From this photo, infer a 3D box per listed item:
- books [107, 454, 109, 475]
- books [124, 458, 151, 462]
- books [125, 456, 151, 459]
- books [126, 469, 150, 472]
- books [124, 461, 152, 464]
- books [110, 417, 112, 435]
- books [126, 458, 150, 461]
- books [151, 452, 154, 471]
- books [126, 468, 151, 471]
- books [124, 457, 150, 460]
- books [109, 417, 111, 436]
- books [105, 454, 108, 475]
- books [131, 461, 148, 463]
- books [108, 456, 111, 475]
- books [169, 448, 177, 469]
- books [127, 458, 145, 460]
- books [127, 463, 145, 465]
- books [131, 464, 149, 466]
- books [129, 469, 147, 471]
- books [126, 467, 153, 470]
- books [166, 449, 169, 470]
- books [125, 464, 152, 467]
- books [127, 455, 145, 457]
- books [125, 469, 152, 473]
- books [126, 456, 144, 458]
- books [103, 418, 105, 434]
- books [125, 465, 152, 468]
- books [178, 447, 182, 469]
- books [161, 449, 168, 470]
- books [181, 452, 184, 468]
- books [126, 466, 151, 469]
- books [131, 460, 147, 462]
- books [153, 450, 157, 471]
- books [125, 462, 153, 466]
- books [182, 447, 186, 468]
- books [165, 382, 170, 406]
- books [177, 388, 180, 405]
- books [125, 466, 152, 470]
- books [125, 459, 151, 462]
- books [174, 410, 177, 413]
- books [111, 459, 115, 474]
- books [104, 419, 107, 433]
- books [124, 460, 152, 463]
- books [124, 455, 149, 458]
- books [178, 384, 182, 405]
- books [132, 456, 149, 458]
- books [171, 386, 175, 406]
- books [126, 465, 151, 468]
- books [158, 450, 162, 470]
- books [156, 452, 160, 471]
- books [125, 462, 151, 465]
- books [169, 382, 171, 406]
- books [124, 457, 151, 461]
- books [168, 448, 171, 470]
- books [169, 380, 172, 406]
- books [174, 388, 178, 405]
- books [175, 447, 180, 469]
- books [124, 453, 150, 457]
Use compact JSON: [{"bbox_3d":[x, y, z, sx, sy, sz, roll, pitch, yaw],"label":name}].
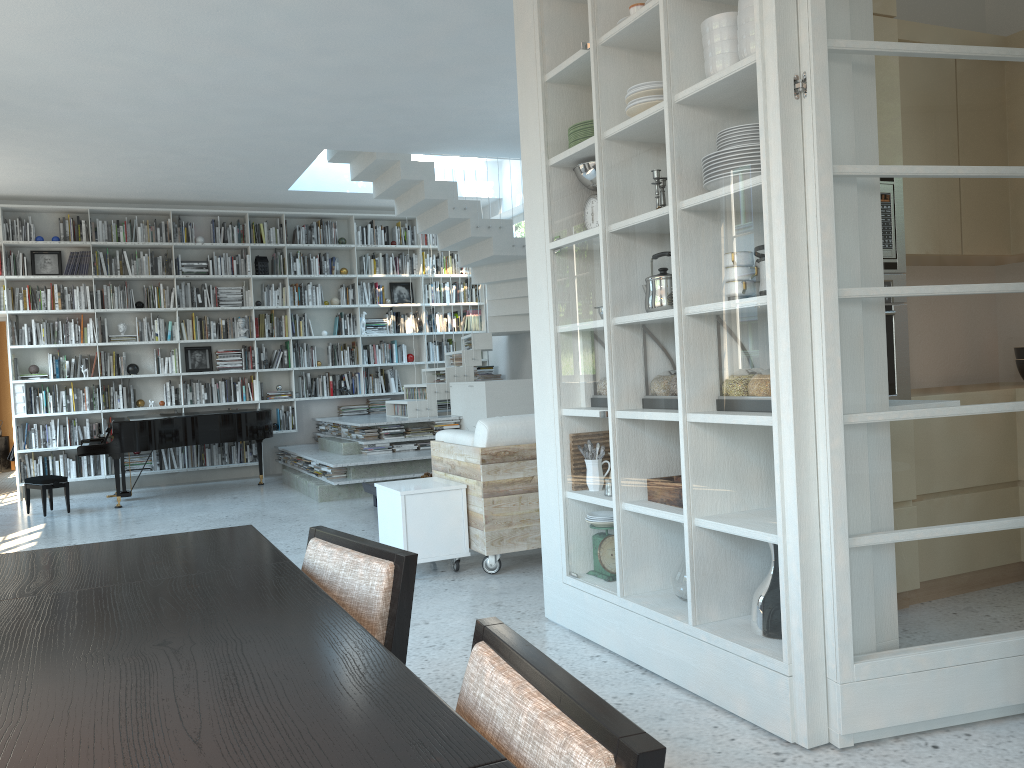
[{"bbox_3d":[-4.523,0.893,9.921,0.012,0.230,0.138,-4,2,-25],"label":"books"},{"bbox_3d":[-4.241,0.857,10.043,0.285,0.005,0.159,-3,1,-26],"label":"books"},{"bbox_3d":[-4.236,0.830,10.036,0.254,0.006,0.161,-4,1,-30],"label":"books"},{"bbox_3d":[-4.231,0.975,10.041,0.254,0.007,0.161,-3,1,-21],"label":"books"},{"bbox_3d":[-4.238,0.885,10.047,0.285,0.007,0.159,-3,1,-25],"label":"books"},{"bbox_3d":[-4.486,0.512,9.929,0.013,0.288,0.161,-4,2,-25],"label":"books"},{"bbox_3d":[-4.242,0.852,10.045,0.254,0.006,0.161,-3,1,-25],"label":"books"},{"bbox_3d":[-4.091,0.856,10.095,0.012,0.254,0.161,-4,2,-25],"label":"books"},{"bbox_3d":[-4.234,0.961,10.046,0.254,0.007,0.161,-3,1,-24],"label":"books"},{"bbox_3d":[-4.238,0.836,10.040,0.285,0.005,0.159,-3,1,-28],"label":"books"},{"bbox_3d":[-4.495,0.516,9.922,0.010,0.282,0.149,-4,2,-25],"label":"books"},{"bbox_3d":[-4.533,0.867,9.913,0.012,0.285,0.159,-4,2,-25],"label":"books"},{"bbox_3d":[-4.241,0.879,10.046,0.254,0.006,0.161,-3,1,-25],"label":"books"},{"bbox_3d":[-4.503,0.909,9.925,0.025,0.198,0.160,-4,1,-25],"label":"books"},{"bbox_3d":[-3.898,0.834,10.190,0.073,0.276,0.181,-4,2,-25],"label":"books"},{"bbox_3d":[-4.236,0.841,10.038,0.254,0.006,0.161,-3,1,-21],"label":"books"},{"bbox_3d":[-4.236,0.899,10.045,0.254,0.007,0.161,-3,1,-24],"label":"books"},{"bbox_3d":[-4.236,0.913,10.046,0.254,0.007,0.161,-3,1,-24],"label":"books"},{"bbox_3d":[-4.235,0.968,10.049,0.254,0.007,0.161,-3,1,-25],"label":"books"},{"bbox_3d":[-4.232,0.954,10.040,0.285,0.007,0.159,-3,1,-29],"label":"books"},{"bbox_3d":[-3.945,0.859,10.163,0.011,0.232,0.174,-4,1,-25],"label":"books"},{"bbox_3d":[-4.232,0.919,10.040,0.285,0.007,0.159,-3,1,-29],"label":"books"},{"bbox_3d":[-4.241,0.809,10.043,0.254,0.006,0.161,-3,1,-24],"label":"books"},{"bbox_3d":[-4.235,0.982,10.049,0.285,0.007,0.159,-3,1,-25],"label":"books"},{"bbox_3d":[-4.241,0.819,10.045,0.254,0.006,0.161,-3,1,-25],"label":"books"},{"bbox_3d":[-4.552,0.517,9.903,0.012,0.285,0.159,-4,2,-25],"label":"books"},{"bbox_3d":[-4.233,0.933,10.045,0.285,0.007,0.159,-3,1,-23],"label":"books"},{"bbox_3d":[-3.824,0.838,10.205,0.024,0.260,0.189,-4,1,-25],"label":"books"},{"bbox_3d":[-3.980,0.850,10.149,0.062,0.253,0.177,-4,1,-25],"label":"books"},{"bbox_3d":[-3.807,0.877,10.231,0.024,0.180,0.171,-4,1,-25],"label":"books"},{"bbox_3d":[-4.231,0.940,10.041,0.254,0.007,0.161,-3,1,-29],"label":"books"},{"bbox_3d":[-4.240,0.868,10.043,0.254,0.006,0.161,-3,1,-26],"label":"books"},{"bbox_3d":[-4.078,0.850,10.118,0.031,0.266,0.144,-4,2,-25],"label":"books"},{"bbox_3d":[-4.232,0.906,10.037,0.285,0.007,0.159,-4,1,-30],"label":"books"},{"bbox_3d":[-3.796,0.847,10.257,0.021,0.237,0.115,-4,2,-25],"label":"books"},{"bbox_3d":[-3.944,0.115,10.163,0.027,0.269,0.159,-4,2,-25],"label":"books"},{"bbox_3d":[-3.847,0.144,10.217,0.024,0.201,0.158,-4,1,-25],"label":"books"},{"bbox_3d":[-4.229,0.947,10.038,0.285,0.007,0.159,-3,1,-20],"label":"books"},{"bbox_3d":[-4.241,0.863,10.043,0.285,0.005,0.159,-3,1,-24],"label":"books"},{"bbox_3d":[-3.862,0.459,10.202,0.013,0.320,0.173,-4,2,-25],"label":"books"},{"bbox_3d":[-4.465,0.914,9.935,0.053,0.184,0.148,-4,1,-25],"label":"books"},{"bbox_3d":[-4.536,0.526,9.912,0.023,0.266,0.134,-4,2,-25],"label":"books"},{"bbox_3d":[-4.239,0.874,10.042,0.285,0.005,0.159,-3,1,-27],"label":"books"},{"bbox_3d":[-4.242,0.814,10.046,0.285,0.005,0.159,-3,1,-25],"label":"books"},{"bbox_3d":[-3.839,0.122,10.249,0.019,0.242,0.107,-4,2,-25],"label":"books"},{"bbox_3d":[-4.241,0.825,10.045,0.254,0.006,0.161,-3,1,-25],"label":"books"},{"bbox_3d":[-3.896,0.137,10.187,0.029,0.221,0.153,-4,2,-25],"label":"books"},{"bbox_3d":[-4.232,0.926,10.040,0.254,0.007,0.161,-3,1,-29],"label":"books"},{"bbox_3d":[-4.024,0.860,10.142,0.028,0.238,0.136,-4,2,-25],"label":"books"},{"bbox_3d":[-4.044,0.879,10.120,0.029,0.202,0.178,-4,1,-25],"label":"books"},{"bbox_3d":[-4.237,0.892,10.045,0.285,0.007,0.159,-3,1,-24],"label":"books"},{"bbox_3d":[-3.933,0.111,10.184,0.010,0.277,0.155,-4,2,-25],"label":"books"},{"bbox_3d":[-4.239,0.847,10.036,0.285,0.005,0.159,-3,1,-29],"label":"books"},{"bbox_3d":[-3.932,0.837,10.160,0.012,0.275,0.180,-4,2,-25],"label":"books"},{"bbox_3d":[-3.921,0.103,10.185,0.014,0.291,0.132,-4,2,-25],"label":"books"},{"bbox_3d":[-3.877,0.149,10.218,0.031,0.195,0.142,-4,1,-25],"label":"books"},{"bbox_3d":[-3.859,0.840,10.223,0.025,0.259,0.132,-4,2,-25],"label":"books"},{"bbox_3d":[-4.237,0.803,10.034,0.285,0.005,0.159,-3,1,-20],"label":"books"}]
